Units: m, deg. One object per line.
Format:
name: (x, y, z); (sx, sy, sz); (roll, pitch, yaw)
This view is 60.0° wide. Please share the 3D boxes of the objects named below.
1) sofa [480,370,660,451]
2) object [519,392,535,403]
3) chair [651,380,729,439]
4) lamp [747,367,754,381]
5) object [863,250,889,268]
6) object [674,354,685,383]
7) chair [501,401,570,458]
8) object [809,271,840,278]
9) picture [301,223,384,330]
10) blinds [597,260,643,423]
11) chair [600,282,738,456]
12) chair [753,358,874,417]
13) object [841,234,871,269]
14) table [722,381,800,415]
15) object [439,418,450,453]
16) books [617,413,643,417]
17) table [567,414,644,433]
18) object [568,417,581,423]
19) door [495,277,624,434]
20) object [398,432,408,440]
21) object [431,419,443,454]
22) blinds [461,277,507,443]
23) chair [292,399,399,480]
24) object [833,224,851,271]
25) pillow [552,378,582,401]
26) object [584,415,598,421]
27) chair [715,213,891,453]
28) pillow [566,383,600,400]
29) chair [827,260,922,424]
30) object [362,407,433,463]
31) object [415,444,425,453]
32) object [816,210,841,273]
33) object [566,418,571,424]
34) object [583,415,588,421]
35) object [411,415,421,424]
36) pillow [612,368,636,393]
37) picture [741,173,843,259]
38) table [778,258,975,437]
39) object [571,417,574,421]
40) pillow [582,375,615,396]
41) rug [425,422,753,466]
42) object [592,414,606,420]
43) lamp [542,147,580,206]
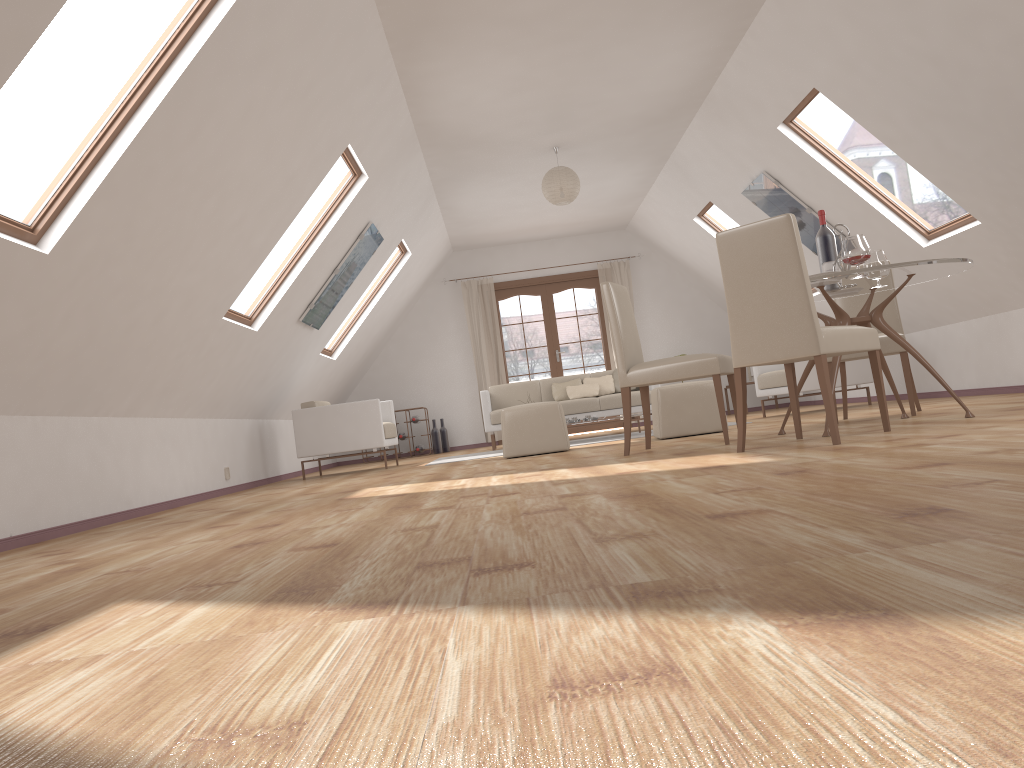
sofa: (0.631, 0.251, 9.649); (1.880, 0.706, 0.820); (-7, -2, -1)
object: (0.172, 0.239, 8.432); (0.123, 0.359, 0.184); (-10, -3, 41)
chair: (1.308, 0.186, 6.648); (0.506, 0.394, 0.506); (-8, -2, 3)
lamp: (3.091, -0.232, 11.219); (0.221, 0.375, 0.180); (-9, -3, 33)
object: (2.038, -0.652, 4.963); (0.136, 0.183, 0.136); (-9, -3, 26)
object: (2.178, 0.046, 11.356); (0.311, 0.846, 0.307); (-7, -2, -9)
chair: (0.176, 0.344, 6.875); (0.506, 0.394, 0.506); (-8, -2, 4)
object: (1.531, -0.527, 4.422); (0.228, 0.020, 0.228); (-10, -3, 44)
picture: (-1.434, -0.902, 7.594); (0.683, 0.738, 0.650); (-7, -2, -1)
blinds: (1.461, -0.548, 11.531); (0.424, 2.129, 0.123); (-7, -2, -6)
chair: (0.919, -0.132, 5.091); (0.618, 0.999, 0.477); (-9, -3, 24)
chair: (2.817, -0.092, 8.376); (0.820, 0.706, 0.748); (-7, -3, -11)
object: (1.684, -0.632, 4.339); (0.136, 0.183, 0.136); (-6, -3, -22)
table: (3.093, 0.147, 11.039); (0.730, 0.390, 0.773); (-7, -2, -2)
object: (-0.874, 0.664, 11.384); (0.115, 0.443, 0.120); (-7, -2, -6)
books: (1.143, 0.288, 8.344); (0.280, 0.005, 0.192); (-7, -2, -9)
table: (0.672, 0.450, 8.368); (1.173, 0.190, 0.730); (-7, -2, -1)
object: (0.577, 0.335, 8.239); (0.064, 0.052, 0.143); (-9, -3, 29)
door: (0.568, -0.328, 11.647); (1.546, 2.001, 0.098); (-7, -2, -1)
object: (-1.378, 0.660, 11.185); (0.109, 0.109, 0.435); (-7, -2, -1)
object: (-0.957, 0.665, 11.174); (0.115, 0.443, 0.120); (-7, -2, -6)
blinds: (-0.322, -0.310, 11.549); (0.423, 2.130, 0.120); (-7, -2, -3)
chair: (-1.532, 0.478, 8.336); (0.820, 0.706, 0.748); (-8, -2, 2)
object: (1.769, -0.697, 4.738); (0.086, 0.322, 0.096); (-6, -3, -38)
pillow: (0.614, 0.066, 9.761); (0.351, 0.235, 0.185); (-8, -2, 3)
object: (0.736, 0.315, 8.241); (0.064, 0.051, 0.143); (-6, -3, -31)
chair: (1.321, -0.229, 4.074); (0.477, 0.999, 0.618); (-10, -3, 44)
pillow: (0.771, 0.082, 9.611); (0.363, 0.170, 0.227); (-8, -2, 5)
chair: (2.229, -0.283, 5.573); (0.477, 0.999, 0.618); (-9, -3, 27)
object: (-1.472, 0.646, 11.228); (0.854, 0.608, 0.417); (-7, -2, -1)
object: (-1.168, 0.821, 11.179); (0.109, 0.109, 0.435); (-7, -2, -1)
object: (1.736, -0.744, 4.890); (0.109, 0.435, 0.109); (-7, -2, -5)
object: (0.496, 0.351, 8.377); (0.143, 0.052, 0.064); (-7, -2, -1)
object: (0.735, 0.326, 8.519); (0.064, 0.052, 0.143); (-9, -3, 29)
object: (-1.217, 0.449, 11.197); (0.109, 0.109, 0.435); (-7, -2, -1)
pillow: (1.260, -0.054, 9.721); (0.269, 0.276, 0.424); (-5, -3, -41)
picture: (2.447, -1.411, 7.639); (0.683, 0.738, 0.650); (-7, -2, -1)
table: (1.842, -0.156, 4.716); (1.198, 0.770, 1.198); (-8, -3, 20)
object: (0.575, 0.347, 8.517); (0.064, 0.052, 0.143); (-6, -3, -31)
pillow: (0.953, 0.022, 9.760); (0.351, 0.225, 0.196); (-8, -2, 4)
rug: (0.646, 0.543, 8.297); (2.800, 0.007, 1.600); (-7, -2, -1)
object: (0.815, 0.310, 8.381); (0.143, 0.052, 0.064); (-7, -2, -1)
lamp: (0.416, -1.821, 7.754); (0.340, 0.497, 0.340); (-9, -3, 39)
